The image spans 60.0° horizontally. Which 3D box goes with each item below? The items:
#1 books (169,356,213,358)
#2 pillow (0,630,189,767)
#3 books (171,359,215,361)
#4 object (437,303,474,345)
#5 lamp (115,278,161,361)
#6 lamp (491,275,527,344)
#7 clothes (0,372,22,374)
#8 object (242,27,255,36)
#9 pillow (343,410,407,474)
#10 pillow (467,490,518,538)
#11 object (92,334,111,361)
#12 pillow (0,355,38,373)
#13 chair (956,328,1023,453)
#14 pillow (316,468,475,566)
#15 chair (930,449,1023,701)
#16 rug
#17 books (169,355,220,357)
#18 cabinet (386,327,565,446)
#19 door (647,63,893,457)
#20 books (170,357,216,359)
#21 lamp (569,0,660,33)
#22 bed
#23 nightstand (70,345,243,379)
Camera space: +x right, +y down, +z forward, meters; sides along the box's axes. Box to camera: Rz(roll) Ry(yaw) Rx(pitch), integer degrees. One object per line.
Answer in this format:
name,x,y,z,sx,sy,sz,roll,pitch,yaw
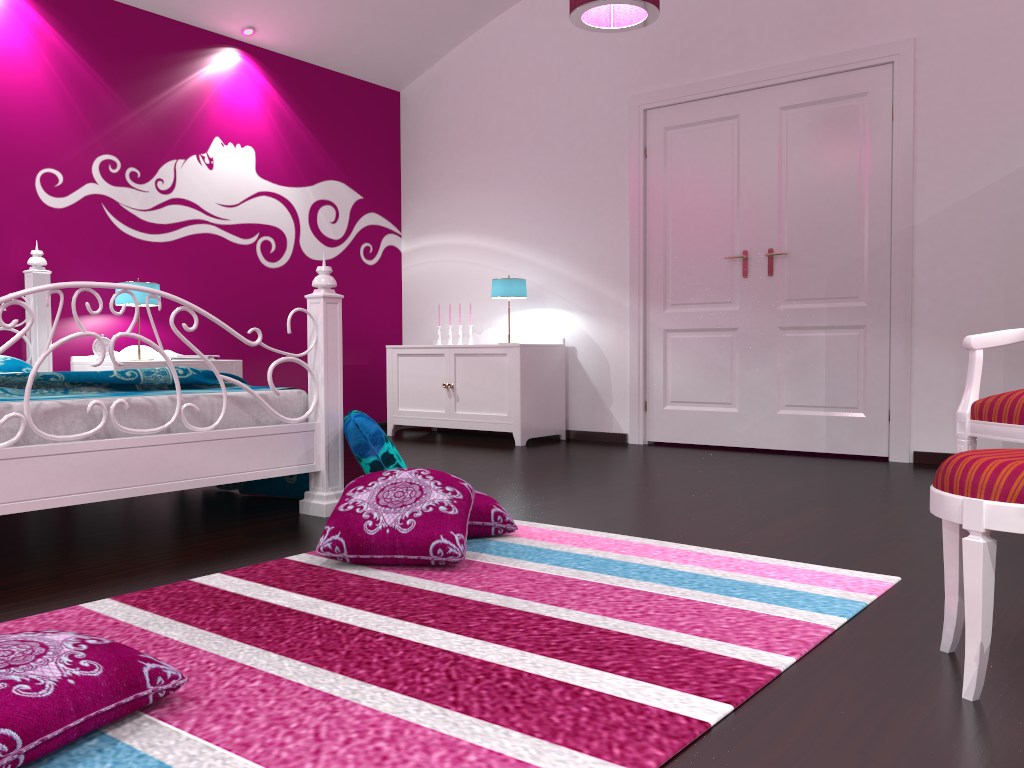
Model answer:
books,-1.774,-0.148,4.882,0.220,0.007,0.300,-1,2,-13
pillow,-0.774,0.462,1.346,0.401,0.107,0.419,1,2,23
books,-1.762,-0.134,4.893,0.220,0.007,0.300,-1,2,-22
object,-0.385,-0.403,5.953,0.285,0.284,0.043,1,2,26
lamp,-1.986,-0.343,4.716,0.229,0.438,0.229,-1,2,-7
lamp,-0.018,-0.470,5.627,0.229,0.438,0.229,-1,2,-7
clothes,-2.036,0.135,3.662,0.553,0.376,1.036,1,3,33
object,-1.615,-2.164,5.422,0.085,0.058,0.080,1,3,38
pillow,-0.475,0.280,3.204,0.264,0.357,0.402,-1,2,-12
pillow,-0.251,0.393,2.773,0.400,0.142,0.429,-1,2,-28
object,-2.119,-0.188,4.592,0.033,0.140,0.106,2,3,40
pillow,-2.429,-0.063,3.962,0.401,0.141,0.717,1,3,40
chair,1.548,0.030,2.314,0.511,0.901,0.528,-1,2,-17
pillow,-0.312,0.361,2.475,0.425,0.224,0.391,0,2,6
chair,0.904,0.318,1.525,0.337,0.390,0.337,1,3,35
rug,-0.223,0.503,1.809,1.400,0.018,2.100,1,3,38
books,-1.756,-0.153,4.898,0.221,0.012,0.300,-1,2,-29
cabinet,-0.262,-0.010,5.856,1.142,0.734,0.506,1,3,38
door,1.369,-0.638,4.948,1.405,2.001,0.098,1,3,38
books,-1.760,-0.142,4.904,0.220,0.007,0.300,-1,2,-17
lamp,-0.183,-2.079,2.927,0.377,1.129,2.377,1,3,38
bed,-2.049,-0.105,3.140,2.317,1.143,2.167,1,3,38
nightstand,-1.881,0.098,4.758,0.455,0.616,0.742,1,3,38
